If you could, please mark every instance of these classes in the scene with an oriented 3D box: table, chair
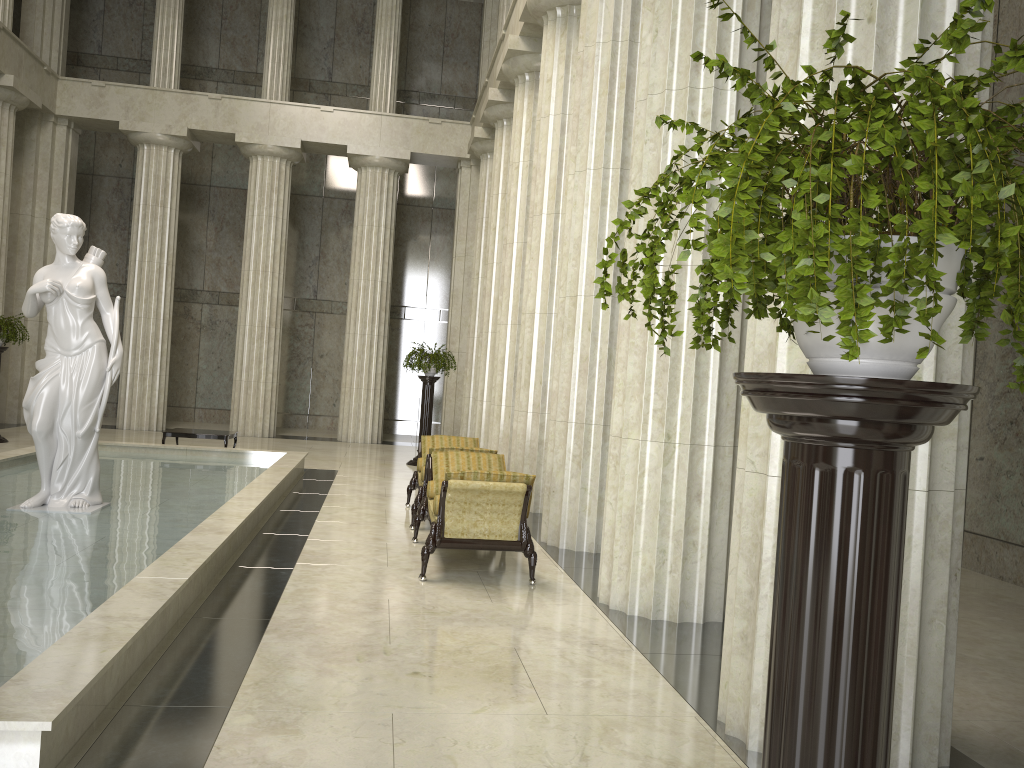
[{"bbox_3d":[-5.394,1.069,15.360,1.134,0.494,1.123,4,0,-10],"label":"table"},{"bbox_3d":[-0.378,1.179,8.268,0.993,0.950,2.172,4,0,-8],"label":"chair"},{"bbox_3d":[-0.738,1.156,10.709,0.993,0.950,2.172,4,0,-8],"label":"chair"}]

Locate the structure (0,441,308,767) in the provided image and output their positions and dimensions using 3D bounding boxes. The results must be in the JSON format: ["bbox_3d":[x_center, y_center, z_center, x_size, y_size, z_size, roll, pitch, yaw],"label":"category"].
[{"bbox_3d":[-4.400,1.311,8.703,3.754,0.508,11.573,4,0,-8],"label":"structure"}]

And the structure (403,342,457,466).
[{"bbox_3d":[-1.644,0.379,17.154,1.053,2.386,1.159,4,0,-4],"label":"structure"}]

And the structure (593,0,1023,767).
[{"bbox_3d":[0.653,0.526,1.692,1.159,2.386,1.053,4,0,21],"label":"structure"}]

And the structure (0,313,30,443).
[{"bbox_3d":[-9.378,-0.152,16.017,1.159,2.386,1.053,4,0,-14],"label":"structure"}]

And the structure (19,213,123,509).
[{"bbox_3d":[-4.322,-0.140,8.674,0.940,3.044,0.729,4,0,-14],"label":"structure"}]
